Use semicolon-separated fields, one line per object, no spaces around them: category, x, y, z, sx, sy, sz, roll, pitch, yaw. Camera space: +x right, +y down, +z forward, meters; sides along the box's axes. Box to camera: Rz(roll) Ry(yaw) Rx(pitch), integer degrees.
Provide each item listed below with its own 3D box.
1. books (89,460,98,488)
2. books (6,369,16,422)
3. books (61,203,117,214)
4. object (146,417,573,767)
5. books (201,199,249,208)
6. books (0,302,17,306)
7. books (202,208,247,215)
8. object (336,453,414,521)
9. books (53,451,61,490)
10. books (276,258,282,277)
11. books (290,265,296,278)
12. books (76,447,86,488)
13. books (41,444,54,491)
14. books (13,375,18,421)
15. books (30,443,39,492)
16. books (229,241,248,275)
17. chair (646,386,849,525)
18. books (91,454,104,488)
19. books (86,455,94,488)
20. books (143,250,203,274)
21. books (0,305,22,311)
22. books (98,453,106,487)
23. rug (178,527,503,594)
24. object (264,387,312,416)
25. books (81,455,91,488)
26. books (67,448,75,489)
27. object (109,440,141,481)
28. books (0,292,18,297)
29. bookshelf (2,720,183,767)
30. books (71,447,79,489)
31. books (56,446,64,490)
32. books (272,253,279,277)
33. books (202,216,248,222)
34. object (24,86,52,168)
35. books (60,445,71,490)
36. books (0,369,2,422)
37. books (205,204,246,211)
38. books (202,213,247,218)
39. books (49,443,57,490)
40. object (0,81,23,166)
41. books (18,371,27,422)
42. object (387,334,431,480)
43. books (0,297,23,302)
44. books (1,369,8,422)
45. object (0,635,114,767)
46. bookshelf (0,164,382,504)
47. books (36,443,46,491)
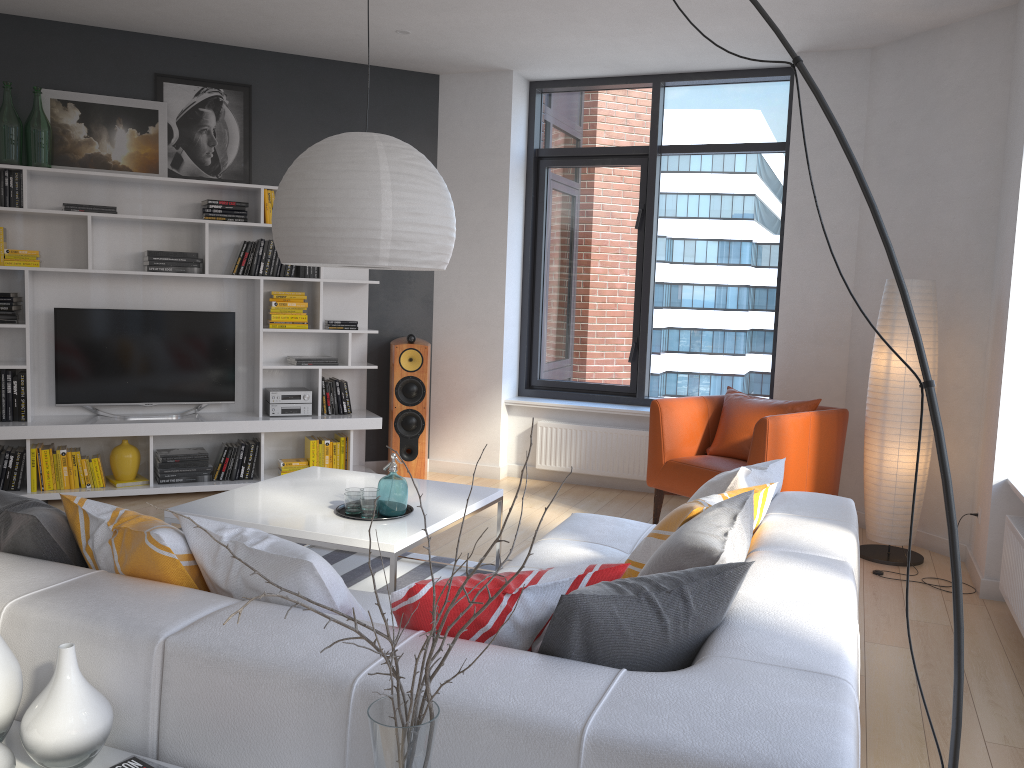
books;-2.665;0.569;5.648;0.049;0.169;0.113;-1;6;-25
books;-3.135;0.066;5.552;0.034;0.315;0.239;0;6;-24
books;-2.676;-1.100;5.611;0.310;0.047;0.250;-1;7;-28
object;-0.152;0.393;1.220;0.607;0.744;0.406;-1;7;-29
books;-1.925;-1.204;5.945;0.266;0.030;0.209;-1;7;-30
books;-3.200;-0.498;5.450;0.264;0.020;0.189;0;6;-20
books;-1.934;-1.151;5.964;0.284;0.030;0.214;0;6;-20
object;-0.581;0.415;3.774;0.330;0.265;0.330;-4;8;-45
books;-2.861;0.539;5.578;0.042;0.230;0.156;-1;6;-26
books;-1.605;-0.861;6.099;0.075;0.254;0.192;-1;6;-25
books;-1.515;-0.864;6.138;0.066;0.260;0.197;0;6;-24
books;-2.748;0.531;5.654;0.056;0.235;0.172;-1;6;-25
books;-2.912;0.522;5.574;0.066;0.258;0.198;0;6;-24
books;-3.103;0.086;5.562;0.028;0.272;0.200;0;6;-24
books;-2.970;0.519;5.519;0.029;0.270;0.204;0;6;-24
books;-1.848;-0.849;5.991;0.104;0.234;0.182;0;6;-24
chair;1.407;0.482;5.293;0.843;0.858;0.896;-2;7;-37
books;-2.648;0.554;5.670;0.067;0.193;0.148;0;6;-23
books;-2.687;0.558;5.650;0.046;0.187;0.134;0;6;-24
books;-2.241;-0.802;5.860;0.343;0.137;0.277;-1;7;-29
books;-3.198;-0.472;5.450;0.284;0.030;0.214;0;6;-15
books;-2.630;0.553;5.688;0.046;0.193;0.149;0;6;-23
rug;-1.025;0.948;4.029;2.326;0.016;1.662;4;6;21
object;-1.570;0.125;6.218;0.285;0.174;0.270;0;6;-24
books;-2.710;0.557;5.648;0.056;0.188;0.138;0;6;-24
books;-2.787;0.532;5.605;0.043;0.240;0.169;-1;6;-25
object;-2.507;0.490;5.746;0.185;0.257;0.185;8;8;43
books;-3.190;-0.550;5.440;0.246;0.026;0.180;0;6;-16
bookshelf;-0.935;0.952;1.596;2.600;0.500;0.356;4;6;21
books;-2.773;0.532;5.633;0.043;0.235;0.171;-1;6;-26
books;-2.843;0.525;5.590;0.041;0.252;0.180;0;6;-24
books;-1.616;-0.851;6.067;0.069;0.242;0.172;0;6;-23
books;-1.928;-1.098;5.947;0.284;0.030;0.214;0;6;-20
object;-2.928;-1.578;5.480;0.157;0.507;0.157;1;6;-10
books;-2.823;0.525;5.610;0.055;0.252;0.185;-1;6;-25
books;-3.191;0.067;5.524;0.034;0.314;0.237;0;6;-24
books;-1.919;-1.176;5.938;0.246;0.026;0.180;0;6;-21
books;-1.930;-1.123;5.947;0.264;0.020;0.189;-1;6;-25
books;-2.884;0.518;5.585;0.038;0.267;0.202;0;6;-23
object;-3.048;-1.571;5.366;0.157;0.507;0.157;1;6;-10
books;-3.066;0.074;5.578;0.051;0.297;0.230;0;6;-24
object;-0.761;0.166;6.534;0.290;1.088;0.434;1;6;-9
books;-3.202;-0.525;5.467;0.284;0.030;0.214;0;6;-15
books;-3.162;0.060;5.540;0.026;0.326;0.237;0;6;-24
object;-0.928;0.499;1.618;0.319;0.398;0.316;-4;8;-45
bookshelf;-2.355;-0.300;5.768;3.000;2.052;0.455;0;6;-24
books;-2.943;0.516;5.554;0.048;0.271;0.213;0;6;-24
